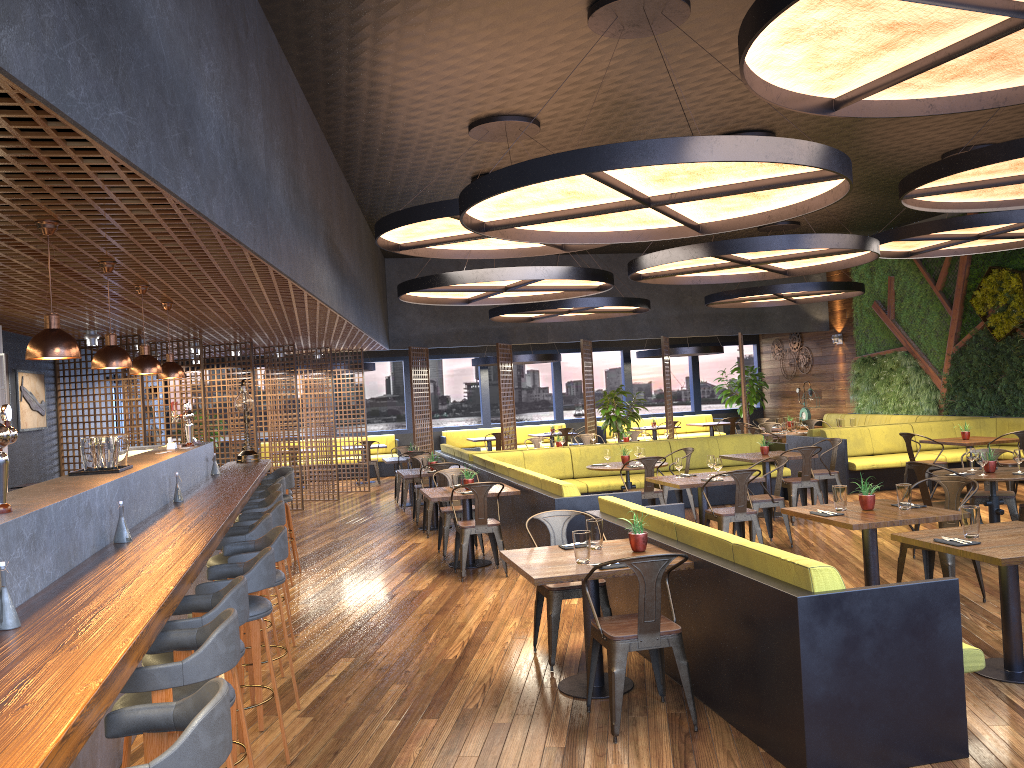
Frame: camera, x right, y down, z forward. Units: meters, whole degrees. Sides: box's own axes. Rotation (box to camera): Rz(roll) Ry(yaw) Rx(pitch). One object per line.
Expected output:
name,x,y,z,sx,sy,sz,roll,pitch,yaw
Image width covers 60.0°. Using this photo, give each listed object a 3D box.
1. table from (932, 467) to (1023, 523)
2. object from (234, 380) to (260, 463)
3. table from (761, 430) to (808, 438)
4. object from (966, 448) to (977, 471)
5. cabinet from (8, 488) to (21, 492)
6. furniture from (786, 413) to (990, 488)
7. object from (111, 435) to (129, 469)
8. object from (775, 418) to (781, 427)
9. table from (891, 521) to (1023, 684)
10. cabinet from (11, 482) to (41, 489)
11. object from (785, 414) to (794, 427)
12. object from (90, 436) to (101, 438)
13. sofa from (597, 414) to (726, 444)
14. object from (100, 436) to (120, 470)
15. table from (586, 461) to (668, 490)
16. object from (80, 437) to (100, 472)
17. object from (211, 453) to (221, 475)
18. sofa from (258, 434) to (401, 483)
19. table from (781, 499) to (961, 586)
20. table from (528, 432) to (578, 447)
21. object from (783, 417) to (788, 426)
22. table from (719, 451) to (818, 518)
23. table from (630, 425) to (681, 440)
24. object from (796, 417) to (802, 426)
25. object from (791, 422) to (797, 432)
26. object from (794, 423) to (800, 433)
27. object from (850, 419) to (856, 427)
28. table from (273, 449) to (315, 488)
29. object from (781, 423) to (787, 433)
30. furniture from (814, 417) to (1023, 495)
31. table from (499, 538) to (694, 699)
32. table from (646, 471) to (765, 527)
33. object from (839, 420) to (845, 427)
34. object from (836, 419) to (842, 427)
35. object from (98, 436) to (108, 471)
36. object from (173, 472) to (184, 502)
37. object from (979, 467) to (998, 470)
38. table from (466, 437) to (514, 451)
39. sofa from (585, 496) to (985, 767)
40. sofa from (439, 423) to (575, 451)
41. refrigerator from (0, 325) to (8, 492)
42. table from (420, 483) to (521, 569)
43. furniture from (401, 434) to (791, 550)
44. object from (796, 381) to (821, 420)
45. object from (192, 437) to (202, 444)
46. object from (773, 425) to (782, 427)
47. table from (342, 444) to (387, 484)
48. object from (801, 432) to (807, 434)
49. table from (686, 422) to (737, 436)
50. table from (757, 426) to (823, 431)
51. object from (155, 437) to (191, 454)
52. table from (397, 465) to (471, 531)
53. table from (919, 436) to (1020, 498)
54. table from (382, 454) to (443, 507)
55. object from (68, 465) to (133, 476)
table,4.428,1.192,8.141,1.007,0.760,1.007,-3,-1,-25
object,-3.061,0.425,10.220,0.263,0.944,0.566,-3,-1,-20
table,4.913,1.226,15.372,0.887,0.763,0.906,-3,0,-13
object,4.361,0.714,8.413,0.097,0.206,0.097,-3,0,-6
cabinet,-5.036,1.598,9.175,0.473,1.007,0.553,-3,0,-13
furniture,5.743,1.111,16.212,3.378,0.916,4.755,-3,0,-13
object,-2.395,0.416,5.417,0.105,0.209,0.105,-3,-1,22
object,5.190,0.754,17.281,0.102,0.178,0.102,-3,-1,-27
table,2.848,1.252,5.029,0.906,0.763,0.887,-3,0,-13
cabinet,-5.187,1.612,9.853,0.473,1.007,0.553,-3,0,-13
object,5.383,0.696,17.206,0.238,0.271,0.260,-3,0,9
object,-2.506,0.422,5.385,0.105,0.209,0.105,-3,-1,22
sofa,3.604,1.273,21.472,3.061,0.914,0.966,-3,0,-13
object,-2.345,0.411,5.174,0.105,0.209,0.105,-3,-1,22
table,1.446,1.379,10.972,1.007,0.760,1.007,-3,-1,25
object,-2.453,0.417,5.162,0.105,0.209,0.105,-3,-1,22
object,-2.882,0.773,8.587,0.114,0.203,0.069,-3,-1,22
sofa,-4.059,1.679,19.757,3.061,0.914,0.966,-3,0,-13
table,2.565,1.278,6.294,0.887,0.763,0.906,-3,0,-13
table,0.910,1.480,19.526,0.906,0.763,0.887,-3,0,-13
object,5.372,0.745,17.401,0.102,0.178,0.102,-3,-1,23
table,3.261,1.282,11.265,0.887,0.763,0.906,-3,0,-13
table,3.249,1.356,20.049,0.906,0.763,0.887,-3,0,-13
object,5.562,0.733,17.182,0.102,0.178,0.102,-3,-1,23
object,4.947,0.753,15.556,0.102,0.178,0.102,-3,-1,-27
object,4.894,0.753,15.196,0.102,0.178,0.102,-3,-1,23
object,5.974,0.696,15.526,0.102,0.178,0.102,-3,-1,-27
table,-4.450,1.764,18.321,0.887,0.763,0.906,-3,0,-13
object,4.720,0.764,15.352,0.102,0.178,0.102,-3,-1,-27
furniture,6.749,1.019,11.687,3.372,0.914,4.503,-3,0,-13
table,0.480,1.383,5.167,0.906,0.763,0.887,-3,0,-13
table,1.969,1.334,9.033,0.906,0.763,0.887,-3,0,-13
object,5.722,0.709,15.382,0.102,0.178,0.102,-3,-1,23
object,5.818,0.707,15.751,0.102,0.178,0.102,-3,-1,-27
object,-2.418,0.416,5.281,0.105,0.209,0.105,-3,-1,22
object,-2.353,0.724,6.239,0.069,0.203,0.114,-3,-1,-23
object,4.537,0.799,8.445,0.157,0.019,0.255,-3,-1,30
table,-0.455,1.553,19.216,0.887,0.763,0.906,-3,0,-13
sofa,1.378,1.260,5.394,0.966,0.914,3.061,-3,0,-13
sofa,-0.089,1.469,20.646,3.061,0.914,0.966,-3,0,-13
refrigerator,-4.810,0.492,7.743,0.454,2.109,1.159,-3,0,-13
table,-0.429,1.466,9.107,0.887,0.763,0.906,-3,0,-13
furniture,1.617,1.302,11.914,4.895,0.914,7.462,-3,-1,-18
object,6.637,0.743,19.815,0.459,1.615,0.848,-3,0,-13
object,-3.086,0.539,8.599,0.091,0.091,0.177,-3,-1,-38
object,5.292,0.831,17.544,0.255,0.019,0.157,-3,0,-13
table,-3.086,1.692,18.627,0.887,0.763,0.906,-3,0,-13
object,4.982,0.827,15.052,0.255,0.019,0.157,-3,0,-13
table,4.613,1.284,20.351,0.887,0.763,0.906,-3,0,-13
table,5.403,1.214,17.212,0.887,0.763,0.906,-3,0,-13
object,-2.867,0.511,7.522,0.200,0.106,0.766,-3,0,-13
table,-1.016,1.521,11.742,0.887,0.763,0.906,-3,0,-13
table,6.184,1.127,11.919,0.887,0.763,0.906,-3,0,-13
table,-1.607,1.575,14.376,0.887,0.763,0.906,-3,0,-13
object,-2.441,0.513,5.279,0.273,0.019,0.437,-3,0,-13
